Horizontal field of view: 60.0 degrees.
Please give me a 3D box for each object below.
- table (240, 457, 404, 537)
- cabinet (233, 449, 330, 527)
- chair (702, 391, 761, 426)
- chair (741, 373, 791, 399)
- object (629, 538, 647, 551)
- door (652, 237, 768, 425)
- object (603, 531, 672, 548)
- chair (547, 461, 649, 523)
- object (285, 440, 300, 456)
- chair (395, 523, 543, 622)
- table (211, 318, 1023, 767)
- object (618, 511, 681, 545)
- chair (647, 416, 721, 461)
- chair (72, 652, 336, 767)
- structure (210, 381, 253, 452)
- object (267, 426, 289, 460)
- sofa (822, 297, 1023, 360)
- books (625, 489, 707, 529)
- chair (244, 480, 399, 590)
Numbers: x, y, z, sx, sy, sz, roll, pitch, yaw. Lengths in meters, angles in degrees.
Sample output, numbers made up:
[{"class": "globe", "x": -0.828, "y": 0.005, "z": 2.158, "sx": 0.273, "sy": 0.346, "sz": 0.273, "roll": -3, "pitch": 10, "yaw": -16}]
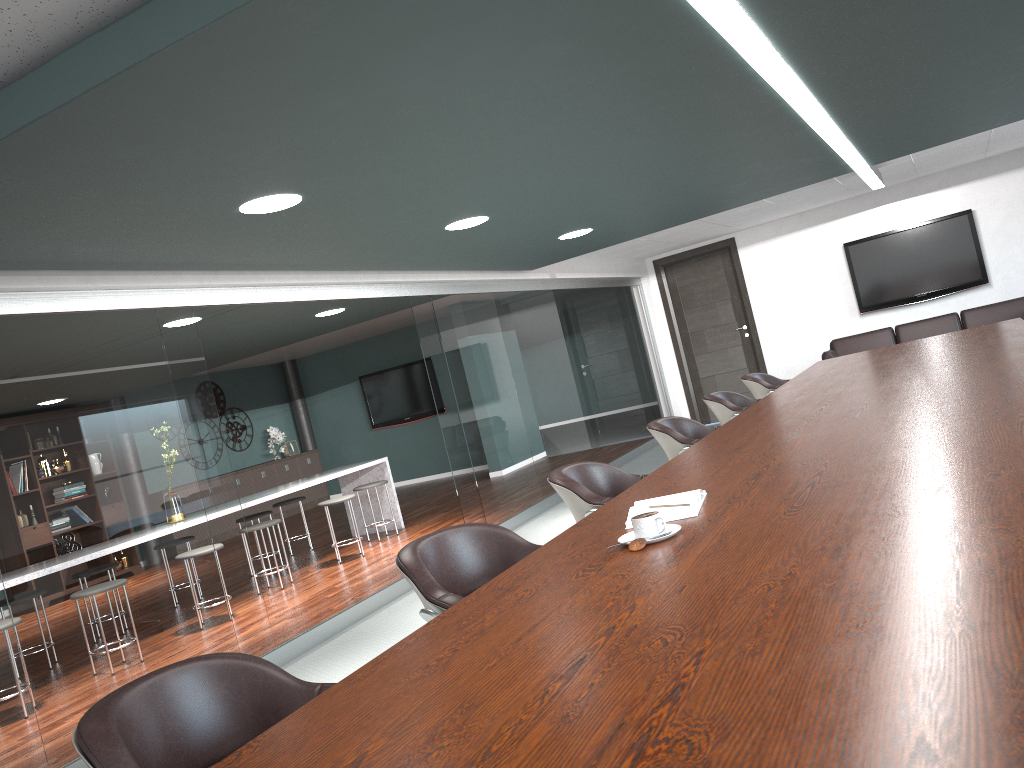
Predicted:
[{"class": "table", "x": -2.388, "y": 1.359, "z": 6.604, "sx": 0.609, "sy": 0.699, "sz": 4.577, "roll": -14, "pitch": 0, "yaw": 27}, {"class": "cabinet", "x": -5.705, "y": 2.105, "z": 7.958, "sx": 0.402, "sy": 0.820, "sz": 12.287, "roll": -14, "pitch": 0, "yaw": 27}, {"class": "chair", "x": 1.482, "y": 0.381, "z": 5.293, "sx": 0.523, "sy": 0.761, "sz": 0.533, "roll": -14, "pitch": 0, "yaw": 9}, {"class": "chair", "x": 1.968, "y": 0.257, "z": 6.287, "sx": 0.518, "sy": 0.761, "sz": 0.535, "roll": -14, "pitch": 0, "yaw": 33}, {"class": "object", "x": 0.273, "y": 0.349, "z": 1.931, "sx": 0.044, "sy": 0.021, "sz": 0.041, "roll": -14, "pitch": 0, "yaw": 19}, {"class": "door", "x": 2.469, "y": -0.607, "z": 10.808, "sx": 1.038, "sy": 2.130, "sz": 0.139, "roll": -14, "pitch": 0, "yaw": 27}, {"class": "object", "x": 0.279, "y": 0.349, "z": 1.960, "sx": 0.155, "sy": 0.012, "sz": 0.034, "roll": -14, "pitch": 0, "yaw": 4}, {"class": "chair", "x": 0.469, "y": 0.641, "z": 3.274, "sx": 0.518, "sy": 0.761, "sz": 0.535, "roll": -14, "pitch": 0, "yaw": 33}, {"class": "object", "x": -3.219, "y": 0.938, "z": 12.998, "sx": 0.174, "sy": 0.207, "sz": 0.042, "roll": -14, "pitch": 0, "yaw": -44}, {"class": "chair", "x": 0.021, "y": 0.755, "z": 2.373, "sx": 0.535, "sy": 0.761, "sz": 0.518, "roll": -14, "pitch": 0, "yaw": -42}, {"class": "table", "x": 1.547, "y": 0.404, "z": 3.516, "sx": 1.374, "sy": 0.706, "sz": 6.694, "roll": -14, "pitch": 0, "yaw": 27}, {"class": "object", "x": 0.307, "y": 0.323, "z": 2.005, "sx": 0.146, "sy": 0.056, "sz": 0.146, "roll": -14, "pitch": 0, "yaw": -38}, {"class": "chair", "x": 1.000, "y": 0.504, "z": 4.342, "sx": 0.518, "sy": 0.761, "sz": 0.535, "roll": -14, "pitch": 0, "yaw": 33}, {"class": "chair", "x": -0.399, "y": 0.863, "z": 1.529, "sx": 0.518, "sy": 0.761, "sz": 0.535, "roll": -14, "pitch": 0, "yaw": 33}, {"class": "structure", "x": -4.171, "y": 0.557, "z": 11.995, "sx": 0.017, "sy": 1.178, "sz": 1.791, "roll": -14, "pitch": 0, "yaw": 27}, {"class": "object", "x": -3.397, "y": 0.837, "z": 12.872, "sx": 0.221, "sy": 0.495, "sz": 0.600, "roll": -14, "pitch": 0, "yaw": 1}, {"class": "sofa", "x": 4.573, "y": -0.372, "z": 7.870, "sx": 1.976, "sy": 0.728, "sz": 4.057, "roll": -14, "pitch": 0, "yaw": -20}, {"class": "books", "x": 0.399, "y": 0.311, "z": 2.289, "sx": 0.180, "sy": 0.032, "sz": 0.285, "roll": -14, "pitch": 0, "yaw": 18}, {"class": "chair", "x": -2.403, "y": 1.459, "z": 6.659, "sx": 1.479, "sy": 0.512, "sz": 4.029, "roll": -14, "pitch": 0, "yaw": 27}]
